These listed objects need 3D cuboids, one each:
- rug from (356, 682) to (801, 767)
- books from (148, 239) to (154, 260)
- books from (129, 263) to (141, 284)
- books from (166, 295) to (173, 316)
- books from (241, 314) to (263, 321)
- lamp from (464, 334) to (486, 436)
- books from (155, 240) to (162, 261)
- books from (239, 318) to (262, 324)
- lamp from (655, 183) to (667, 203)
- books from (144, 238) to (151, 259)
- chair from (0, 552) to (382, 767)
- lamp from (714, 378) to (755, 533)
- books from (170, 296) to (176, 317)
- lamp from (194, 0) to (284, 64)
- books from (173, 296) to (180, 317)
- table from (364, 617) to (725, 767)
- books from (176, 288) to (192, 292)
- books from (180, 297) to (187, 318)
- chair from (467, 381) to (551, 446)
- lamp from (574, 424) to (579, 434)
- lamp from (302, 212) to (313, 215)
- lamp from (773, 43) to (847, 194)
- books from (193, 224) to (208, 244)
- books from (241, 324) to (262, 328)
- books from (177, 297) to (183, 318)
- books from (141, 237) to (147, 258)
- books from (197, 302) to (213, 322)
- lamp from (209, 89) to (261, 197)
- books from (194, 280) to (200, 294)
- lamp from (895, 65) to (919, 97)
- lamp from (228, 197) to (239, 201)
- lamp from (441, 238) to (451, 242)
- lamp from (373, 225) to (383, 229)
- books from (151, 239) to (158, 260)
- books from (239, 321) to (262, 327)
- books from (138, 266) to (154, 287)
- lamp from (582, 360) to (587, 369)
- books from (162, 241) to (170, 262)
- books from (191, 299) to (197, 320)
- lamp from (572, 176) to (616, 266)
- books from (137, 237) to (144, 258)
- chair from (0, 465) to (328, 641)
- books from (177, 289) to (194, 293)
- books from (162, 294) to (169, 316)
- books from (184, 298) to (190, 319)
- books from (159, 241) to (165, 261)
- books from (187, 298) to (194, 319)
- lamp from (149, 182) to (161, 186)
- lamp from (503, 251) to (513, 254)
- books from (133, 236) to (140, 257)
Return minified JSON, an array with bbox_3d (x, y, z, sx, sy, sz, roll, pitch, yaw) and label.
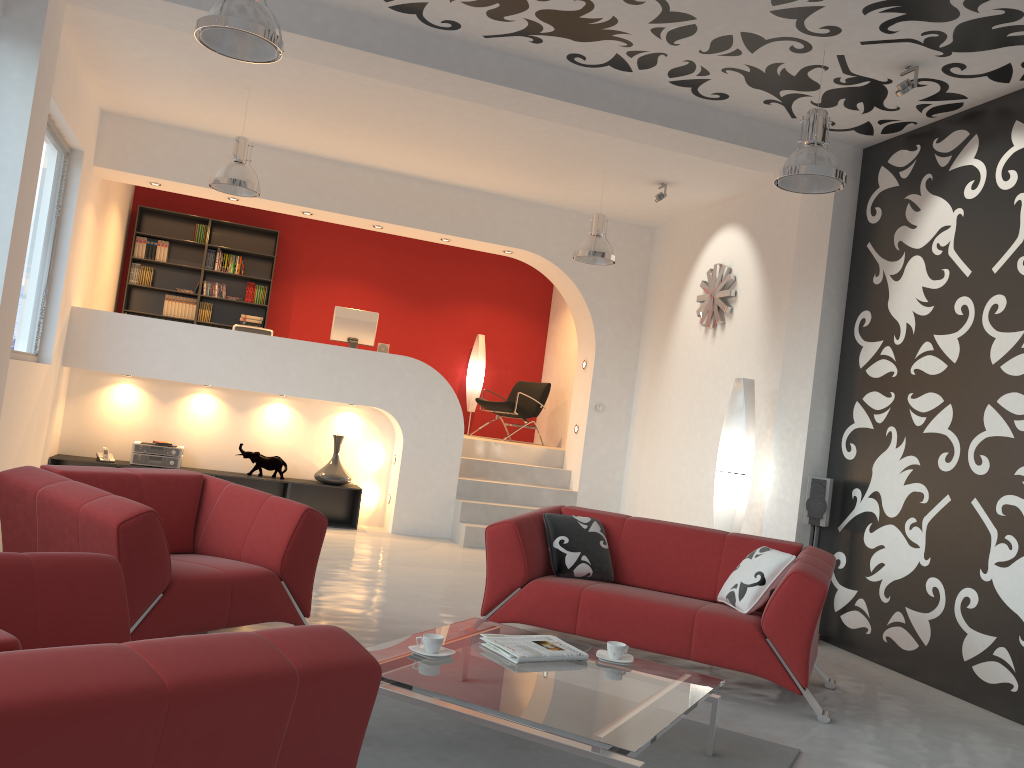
[{"bbox_3d":[0.065,1.358,3.322,1.700,0.025,1.700,6,-3,27],"label":"rug"},{"bbox_3d":[-4.345,-1.606,10.692,0.040,0.260,0.200,8,-3,-17],"label":"books"},{"bbox_3d":[-4.522,-1.309,10.646,0.090,0.256,0.181,8,-3,-17],"label":"books"},{"bbox_3d":[-4.149,-0.939,10.750,0.040,0.260,0.200,8,-3,-17],"label":"books"},{"bbox_3d":[-3.231,-0.817,11.016,0.260,0.040,0.200,8,-3,-17],"label":"books"},{"bbox_3d":[-0.502,0.011,11.831,0.237,1.349,0.237,8,-3,-9],"label":"lamp"},{"bbox_3d":[-4.268,-1.594,10.716,0.040,0.260,0.200,8,-3,-17],"label":"books"},{"bbox_3d":[-3.248,-0.778,11.019,0.260,0.040,0.200,8,-3,-18],"label":"books"},{"bbox_3d":[1.331,-1.696,7.897,0.112,0.176,0.118,6,-3,25],"label":"lamp"},{"bbox_3d":[-4.383,-1.611,10.680,0.040,0.260,0.200,8,-3,-17],"label":"books"},{"bbox_3d":[-1.030,0.779,1.904,1.288,0.738,0.951,6,-3,32],"label":"chair"},{"bbox_3d":[1.677,0.842,6.778,0.313,1.779,0.313,8,-3,-9],"label":"lamp"},{"bbox_3d":[-4.111,-0.933,10.762,0.040,0.260,0.200,8,-3,-17],"label":"books"},{"bbox_3d":[-1.163,-1.901,3.963,0.379,0.800,0.379,7,-3,11],"label":"lamp"},{"bbox_3d":[-4.073,-0.928,10.774,0.040,0.260,0.200,8,-3,-17],"label":"books"},{"bbox_3d":[0.078,1.212,3.318,1.162,0.286,1.097,6,-3,27],"label":"table"},{"bbox_3d":[-4.001,-1.142,10.820,0.190,0.015,0.135,8,-3,-18],"label":"books"},{"bbox_3d":[-3.996,-0.917,10.799,0.040,0.260,0.200,8,-3,-17],"label":"books"},{"bbox_3d":[-0.016,0.321,11.162,0.768,0.795,0.664,10,-4,-42],"label":"chair"},{"bbox_3d":[0.691,0.483,9.533,0.011,0.105,0.105,8,-3,-18],"label":"lamp"},{"bbox_3d":[-2.004,-1.670,8.686,0.105,0.011,0.105,9,-3,-29],"label":"lamp"},{"bbox_3d":[1.677,-1.488,4.868,0.379,0.800,0.379,9,-3,-25],"label":"lamp"},{"bbox_3d":[-3.814,-1.821,10.875,0.146,0.240,0.170,8,-3,-17],"label":"books"},{"bbox_3d":[-3.238,-0.696,11.027,0.260,0.040,0.200,8,-3,-16],"label":"books"},{"bbox_3d":[-4.034,-0.922,10.787,0.040,0.260,0.200,8,-3,-17],"label":"books"},{"bbox_3d":[-4.422,-1.617,10.668,0.040,0.260,0.200,8,-3,-17],"label":"books"},{"bbox_3d":[-3.767,-0.873,10.884,0.146,0.240,0.170,8,-3,-17],"label":"books"},{"bbox_3d":[-2.076,-1.881,6.820,0.379,0.800,0.379,5,-4,44],"label":"lamp"},{"bbox_3d":[-3.859,-1.177,10.865,0.063,0.187,0.135,8,-3,-18],"label":"books"},{"bbox_3d":[2.244,-1.716,5.039,0.112,0.176,0.118,6,-3,25],"label":"lamp"},{"bbox_3d":[-2.665,-1.766,8.475,0.105,0.011,0.105,9,-3,-29],"label":"lamp"},{"bbox_3d":[-0.683,-1.477,9.107,0.105,0.011,0.105,9,-3,-29],"label":"lamp"},{"bbox_3d":[-1.344,-1.574,8.896,0.105,0.011,0.105,9,-3,-29],"label":"lamp"},{"bbox_3d":[-4.307,-1.600,10.704,0.040,0.260,0.200,8,-3,-17],"label":"books"},{"bbox_3d":[-3.249,-0.738,11.020,0.260,0.040,0.200,8,-3,-17],"label":"books"},{"bbox_3d":[-4.409,-1.285,10.681,0.146,0.240,0.170,8,-3,-17],"label":"books"},{"bbox_3d":[0.781,-0.209,9.566,0.011,0.105,0.105,8,-3,-18],"label":"lamp"},{"bbox_3d":[-4.192,-1.583,10.741,0.040,0.260,0.200,8,-3,-17],"label":"books"},{"bbox_3d":[-3.881,-0.900,10.835,0.040,0.260,0.200,8,-3,-17],"label":"books"},{"bbox_3d":[0.764,-1.468,7.725,0.379,0.800,0.379,5,-4,44],"label":"lamp"},{"bbox_3d":[-4.460,-1.622,10.655,0.040,0.260,0.200,8,-3,-17],"label":"books"},{"bbox_3d":[-1.600,0.811,4.093,0.951,0.738,1.288,6,-3,32],"label":"chair"},{"bbox_3d":[-3.985,-1.124,10.825,0.190,0.015,0.135,8,-3,-18],"label":"books"},{"bbox_3d":[-4.187,-0.944,10.738,0.040,0.260,0.200,8,-3,-17],"label":"books"},{"bbox_3d":[-3.957,-0.911,10.811,0.040,0.260,0.200,8,-3,-17],"label":"books"},{"bbox_3d":[-4.230,-1.589,10.729,0.040,0.260,0.200,8,-3,-17],"label":"books"},{"bbox_3d":[-3.919,-0.905,10.823,0.040,0.260,0.200,8,-3,-17],"label":"books"},{"bbox_3d":[-3.325,-1.862,8.265,0.105,0.011,0.105,8,-3,-14],"label":"lamp"},{"bbox_3d":[-0.040,-1.384,9.312,0.105,0.011,0.105,9,-3,-29],"label":"lamp"},{"bbox_3d":[-4.498,-1.628,10.643,0.040,0.260,0.200,8,-3,-17],"label":"books"}]
